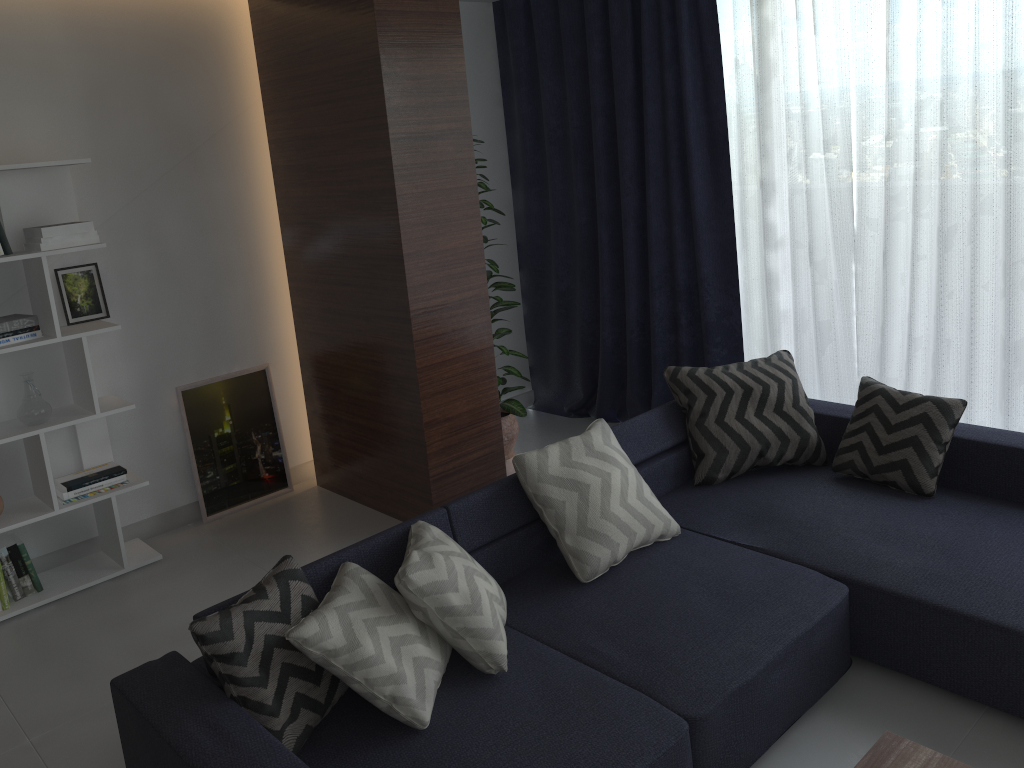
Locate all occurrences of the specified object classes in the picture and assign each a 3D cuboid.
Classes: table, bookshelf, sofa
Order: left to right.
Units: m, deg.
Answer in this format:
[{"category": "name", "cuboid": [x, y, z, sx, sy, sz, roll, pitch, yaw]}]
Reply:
[{"category": "bookshelf", "cuboid": [-2.195, 0.055, 3.589, 1.164, 1.789, 0.301, -16, 15, -41]}, {"category": "sofa", "cuboid": [0.683, 0.692, 2.519, 2.909, 0.597, 1.911, -19, 20, -40]}, {"category": "table", "cuboid": [0.842, 1.096, 1.475, 0.810, 0.346, 0.810, -18, 19, -40]}]

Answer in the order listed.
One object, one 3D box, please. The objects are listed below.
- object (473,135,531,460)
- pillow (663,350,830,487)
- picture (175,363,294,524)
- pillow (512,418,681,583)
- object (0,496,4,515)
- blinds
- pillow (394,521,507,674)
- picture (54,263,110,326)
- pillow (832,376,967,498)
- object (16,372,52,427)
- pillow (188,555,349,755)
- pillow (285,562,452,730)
[{"category": "object", "cuboid": [-0.173, -0.490, 4.808, 0.503, 1.814, 0.492, -2, 12, 16]}, {"category": "pillow", "cuboid": [0.966, 0.170, 3.645, 0.599, 0.509, 0.361, -8, 13, -11]}, {"category": "picture", "cuboid": [-1.406, 0.294, 4.522, 0.506, 0.687, 0.084, -17, 15, -41]}, {"category": "pillow", "cuboid": [0.289, 0.387, 3.030, 0.501, 0.381, 0.344, -18, 18, -41]}, {"category": "object", "cuboid": [-2.162, 0.496, 3.643, 0.123, 0.145, 0.113, 7, 18, 44]}, {"category": "blinds", "cuboid": [0.398, -0.074, 1.398, 5.864, 2.724, 7.191, -17, 18, -37]}, {"category": "pillow", "cuboid": [-0.162, 0.596, 2.540, 0.280, 0.345, 0.426, -5, 14, 1]}, {"category": "picture", "cuboid": [-1.930, -0.405, 3.970, 0.184, 0.251, 0.059, -17, 15, -41]}, {"category": "pillow", "cuboid": [1.453, 0.195, 3.346, 0.289, 0.339, 0.418, -15, 16, -36]}, {"category": "object", "cuboid": [-2.015, 0.062, 3.706, 0.133, 0.216, 0.133, -14, 15, -35]}, {"category": "pillow", "cuboid": [-0.583, 0.687, 2.253, 0.221, 0.379, 0.423, -2, 14, 18]}, {"category": "pillow", "cuboid": [-0.349, 0.679, 2.335, 0.330, 0.289, 0.424, -3, 14, 10]}]
